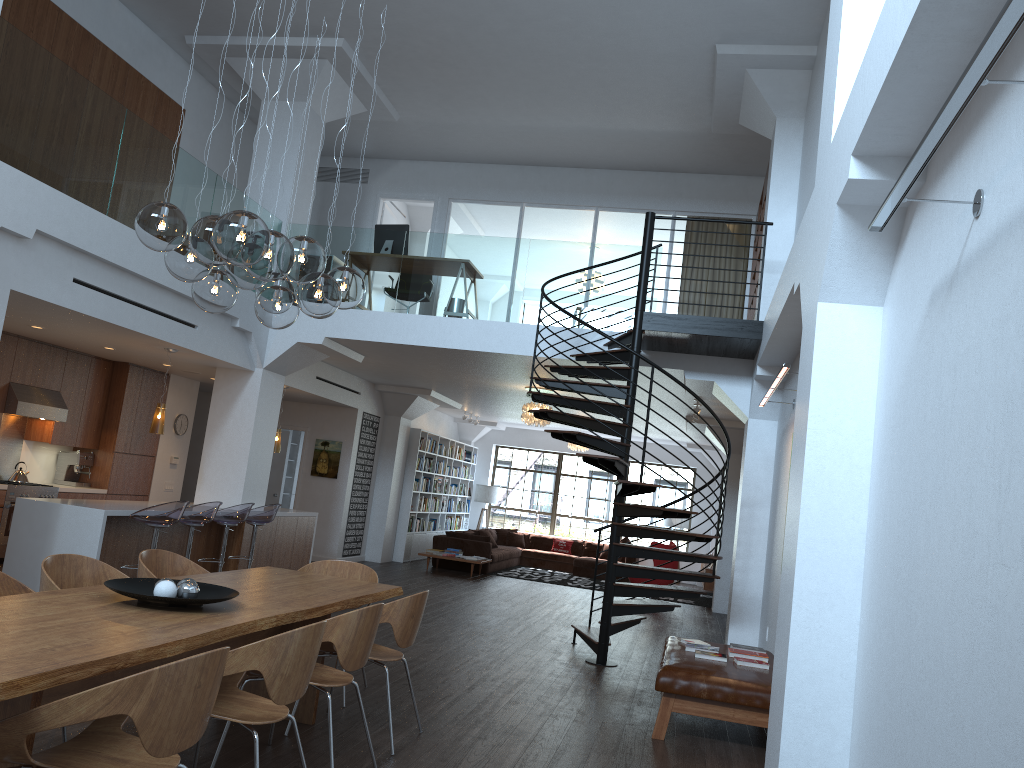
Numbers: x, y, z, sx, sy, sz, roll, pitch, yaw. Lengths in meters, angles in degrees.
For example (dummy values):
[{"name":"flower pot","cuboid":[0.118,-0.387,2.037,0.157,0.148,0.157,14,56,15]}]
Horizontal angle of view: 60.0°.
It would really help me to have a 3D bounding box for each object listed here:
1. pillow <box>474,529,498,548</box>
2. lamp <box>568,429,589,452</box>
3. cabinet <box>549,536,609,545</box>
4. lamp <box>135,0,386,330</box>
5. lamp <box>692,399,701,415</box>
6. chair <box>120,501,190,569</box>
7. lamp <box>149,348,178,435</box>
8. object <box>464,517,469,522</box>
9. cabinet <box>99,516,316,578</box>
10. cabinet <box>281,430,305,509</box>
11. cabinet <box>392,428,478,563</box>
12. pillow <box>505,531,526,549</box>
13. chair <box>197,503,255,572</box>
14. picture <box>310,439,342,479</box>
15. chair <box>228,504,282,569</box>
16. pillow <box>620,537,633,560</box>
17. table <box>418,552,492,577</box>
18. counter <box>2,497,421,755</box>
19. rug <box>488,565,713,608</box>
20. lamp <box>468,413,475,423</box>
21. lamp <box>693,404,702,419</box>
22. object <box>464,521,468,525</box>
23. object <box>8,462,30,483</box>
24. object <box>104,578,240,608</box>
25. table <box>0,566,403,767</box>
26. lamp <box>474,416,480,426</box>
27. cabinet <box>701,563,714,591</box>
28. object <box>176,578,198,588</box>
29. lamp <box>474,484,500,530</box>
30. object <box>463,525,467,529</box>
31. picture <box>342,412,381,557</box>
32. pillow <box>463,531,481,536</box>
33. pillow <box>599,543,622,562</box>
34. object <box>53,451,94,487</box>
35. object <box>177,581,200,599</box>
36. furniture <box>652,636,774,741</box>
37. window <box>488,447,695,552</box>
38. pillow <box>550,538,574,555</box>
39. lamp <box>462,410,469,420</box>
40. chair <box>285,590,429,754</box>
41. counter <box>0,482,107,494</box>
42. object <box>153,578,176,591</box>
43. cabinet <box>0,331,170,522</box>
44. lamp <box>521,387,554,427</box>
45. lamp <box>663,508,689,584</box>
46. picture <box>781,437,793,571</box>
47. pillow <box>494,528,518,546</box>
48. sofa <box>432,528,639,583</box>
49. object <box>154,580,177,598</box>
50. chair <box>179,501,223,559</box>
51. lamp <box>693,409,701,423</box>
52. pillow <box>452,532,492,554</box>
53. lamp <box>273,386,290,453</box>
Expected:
[{"name":"pillow","cuboid":[-0.531,3.105,17.723,0.325,0.391,0.625,3,-8,28]},{"name":"lamp","cuboid":[1.349,1.084,17.732,0.442,0.539,0.441,12,-9,-35]},{"name":"cabinet","cuboid":[1.529,3.818,19.841,1.520,0.625,0.350,6,-7,12]},{"name":"lamp","cuboid":[-1.204,-1.386,4.692,0.849,2.140,1.787,6,-7,11]},{"name":"lamp","cuboid":[2.466,0.311,11.825,0.120,0.211,0.111,9,-7,-14]},{"name":"chair","cuboid":[-3.235,1.526,7.971,0.481,1.014,0.530,5,-7,14]},{"name":"lamp","cuboid":[-2.572,-0.134,10.212,2.842,1.807,0.149,13,-9,-38]},{"name":"object","cuboid":[-1.190,3.059,20.110,0.316,0.088,0.410,6,-7,12]},{"name":"cabinet","cuboid":[-3.602,1.838,10.004,0.898,0.796,4.493,6,-7,12]},{"name":"cabinet","cuboid":[-4.419,1.397,16.128,0.527,2.991,2.630,6,-7,12]},{"name":"cabinet","cuboid":[-1.590,2.311,18.223,0.461,2.414,4.500,6,-7,12]},{"name":"pillow","cuboid":[0.069,3.360,19.134,0.489,0.337,0.238,10,-7,-18]},{"name":"chair","cuboid":[-2.999,1.710,9.205,0.481,1.014,0.530,6,-7,10]},{"name":"picture","cuboid":[-3.002,1.209,14.347,0.450,0.600,0.030,6,-7,12]},{"name":"chair","cuboid":[-2.877,1.803,9.816,0.481,1.014,0.530,5,-7,14]},{"name":"pillow","cuboid":[2.355,3.510,18.846,0.651,0.587,0.335,8,-7,-9]},{"name":"table","cuboid":[-0.985,3.105,15.258,1.100,0.271,0.853,6,-7,12]},{"name":"counter","cuboid":[-3.025,1.667,8.240,3.039,0.860,8.182,9,-7,-17]},{"name":"rug","cuboid":[1.827,3.774,16.684,4.200,0.007,3.100,6,-7,14]},{"name":"lamp","cuboid":[-0.847,0.704,18.306,0.120,0.211,0.111,11,-8,-28]},{"name":"lamp","cuboid":[2.568,0.387,12.328,0.120,0.211,0.111,11,-8,-28]},{"name":"object","cuboid":[-1.194,3.146,20.098,0.331,0.088,0.410,6,-7,12]},{"name":"object","cuboid":[-5.719,1.019,10.314,0.222,0.235,0.222,9,-7,-13]},{"name":"object","cuboid":[-1.566,0.973,4.087,0.592,0.066,0.592,11,-8,-30]},{"name":"table","cuboid":[-1.617,1.374,4.031,1.012,0.750,3.803,6,-7,12]},{"name":"lamp","cuboid":[-0.746,0.780,18.809,0.120,0.211,0.111,9,-7,-14]},{"name":"cabinet","cuboid":[3.873,3.610,16.935,0.459,0.350,4.501,6,-7,12]},{"name":"object","cuboid":[-1.520,0.958,4.149,0.100,0.100,0.100,12,-8,-33]},{"name":"lamp","cuboid":[-0.651,3.116,20.315,0.545,1.579,0.545,7,-7,1]},{"name":"object","cuboid":[-1.205,3.233,20.087,0.331,0.088,0.410,6,-7,12]},{"name":"picture","cuboid":[-2.509,1.685,14.847,0.021,2.380,0.800,6,-7,12]},{"name":"pillow","cuboid":[-0.700,2.884,16.318,0.269,0.411,0.559,12,-8,-32]},{"name":"pillow","cuboid":[2.112,3.547,18.719,0.542,0.362,0.248,3,-8,33]},{"name":"object","cuboid":[-5.458,1.068,11.180,0.439,0.455,0.284,6,-7,12]},{"name":"object","cuboid":[-1.481,0.951,4.055,0.100,0.100,0.100,12,-8,-33]},{"name":"furniture","cuboid":[1.529,2.235,6.521,0.907,0.453,1.819,6,-7,12]},{"name":"window","cuboid":[1.790,2.654,20.525,4.648,1.905,0.114,6,-7,12]},{"name":"pillow","cuboid":[1.078,3.494,19.057,0.465,0.308,0.220,6,-7,8]},{"name":"lamp","cuboid":[-0.946,0.630,17.816,0.120,0.211,0.111,14,-10,-43]},{"name":"chair","cuboid":[-0.822,1.559,5.049,0.617,0.830,0.629,6,-7,12]},{"name":"counter","cuboid":[-5.840,1.013,9.154,0.600,0.050,4.387,6,-7,12]},{"name":"object","cuboid":[-1.600,0.946,4.090,0.100,0.100,0.100,12,-8,-33]},{"name":"cabinet","cuboid":[-5.700,0.672,9.649,0.598,2.499,5.299,6,-7,12]},{"name":"lamp","cuboid":[0.368,0.344,12.823,0.442,0.539,0.441,12,-9,-35]},{"name":"lamp","cuboid":[3.525,3.520,19.312,0.545,1.579,0.545,4,-8,23]},{"name":"picture","cuboid":[2.238,0.930,7.017,0.010,1.200,1.095,6,-7,12]},{"name":"pillow","cuboid":[-0.096,3.337,19.270,0.580,0.418,0.334,9,-7,-15]},{"name":"sofa","cuboid":[0.647,3.393,17.503,3.481,0.664,4.197,6,-7,12]},{"name":"object","cuboid":[-1.561,0.936,3.995,0.100,0.100,0.100,12,-8,-33]},{"name":"chair","cuboid":[-3.139,1.616,8.590,0.481,1.014,0.530,6,-7,10]},{"name":"lamp","cuboid":[2.666,0.461,12.819,0.120,0.211,0.111,14,-10,-43]},{"name":"pillow","cuboid":[-0.720,2.891,16.047,0.750,0.364,0.289,6,-7,11]},{"name":"lamp","cuboid":[-3.133,0.475,11.965,0.149,0.900,0.149,12,-8,-33]}]
